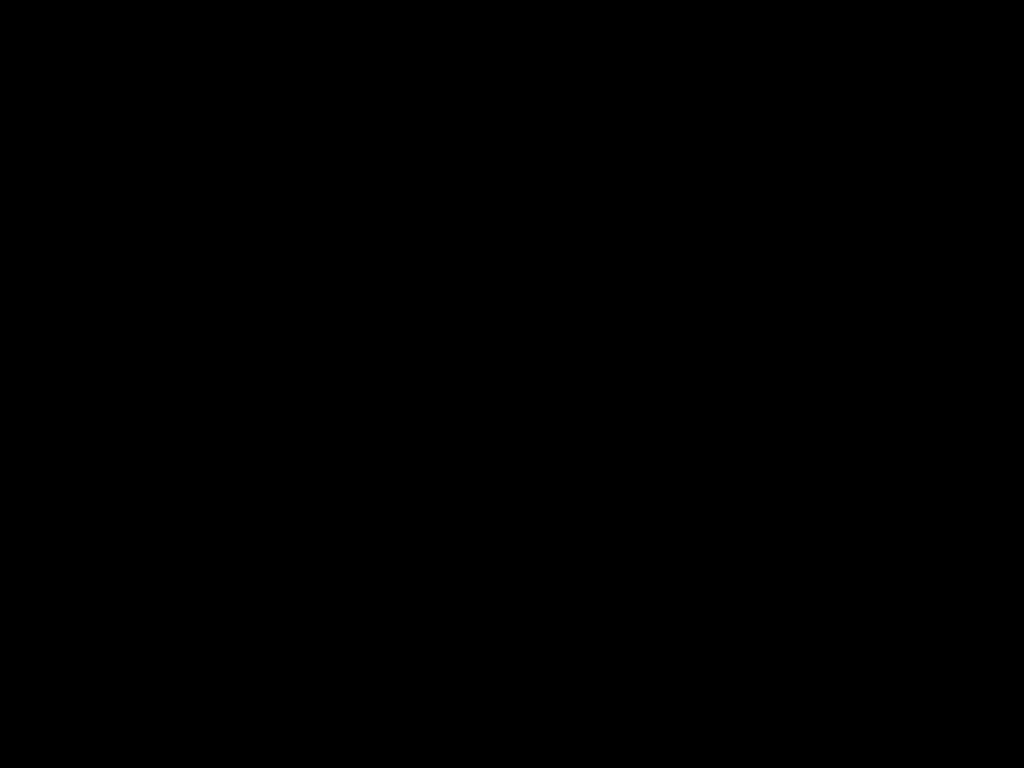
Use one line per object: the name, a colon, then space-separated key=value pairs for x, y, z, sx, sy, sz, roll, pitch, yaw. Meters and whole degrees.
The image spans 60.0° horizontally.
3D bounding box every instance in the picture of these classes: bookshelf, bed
bookshelf: x=0.964 y=-0.024 z=2.207 sx=1.495 sy=0.303 sz=0.643 roll=4 pitch=5 yaw=34
bed: x=-0.045 y=-0.287 z=0.670 sx=2.087 sy=0.994 sz=3.009 roll=4 pitch=5 yaw=34
